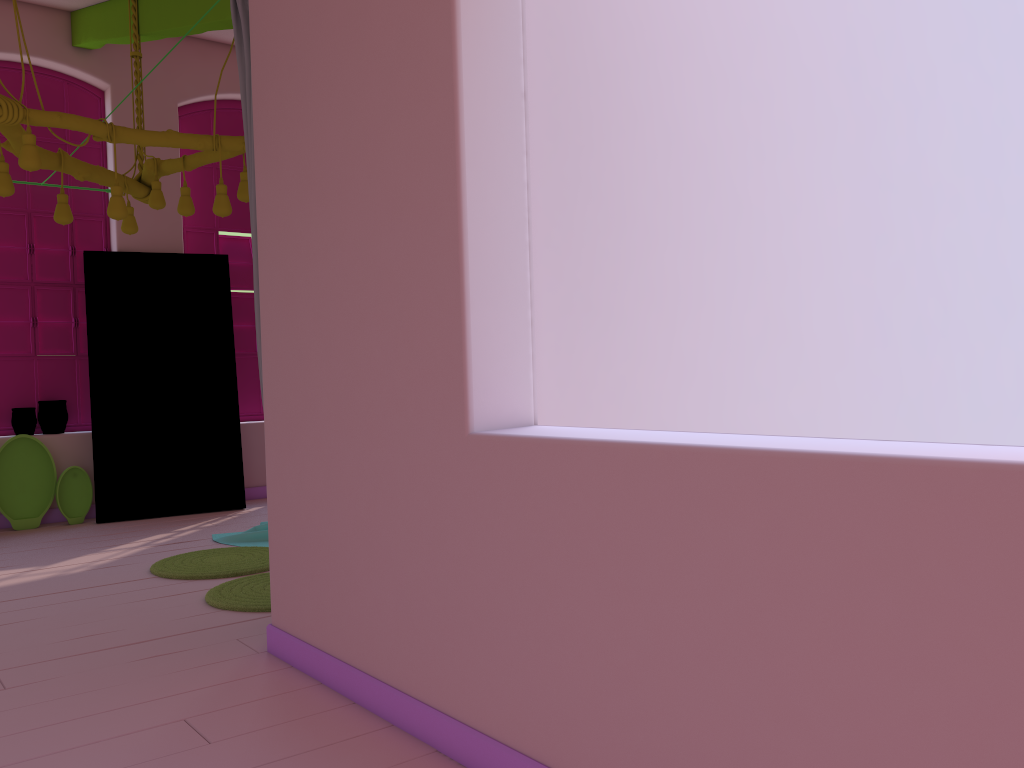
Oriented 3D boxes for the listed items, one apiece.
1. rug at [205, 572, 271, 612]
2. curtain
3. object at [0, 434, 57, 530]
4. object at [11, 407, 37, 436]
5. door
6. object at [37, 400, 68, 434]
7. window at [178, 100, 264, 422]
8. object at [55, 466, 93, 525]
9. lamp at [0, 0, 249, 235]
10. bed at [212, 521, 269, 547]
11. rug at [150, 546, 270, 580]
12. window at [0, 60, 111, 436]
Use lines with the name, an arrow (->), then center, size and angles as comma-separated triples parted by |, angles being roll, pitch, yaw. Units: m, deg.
rug -> -1.148, 1.053, 4.557 | 0.792, 0.021, 0.792 | -2, 1, -10
curtain -> -0.904, -0.328, 3.807 | 0.518, 2.786, 0.525 | -1, 2, 33
object -> -3.799, 0.753, 6.876 | 0.451, 0.734, 0.218 | -3, 2, -38
object -> -3.892, 0.300, 7.076 | 0.182, 0.223, 0.182 | -1, 1, 35
door -> -2.889, -0.015, 7.400 | 1.153, 2.211, 0.450 | -2, 1, -28
object -> -3.729, 0.269, 7.206 | 0.223, 0.272, 0.223 | -1, 1, 40
window -> -2.412, -1.151, 8.390 | 1.513, 3.010, 0.214 | -3, 2, -38
object -> -3.491, 0.876, 7.022 | 0.137, 0.463, 0.284 | -1, 2, 37
lamp -> -2.309, -1.970, 4.850 | 1.611, 2.265, 1.775 | -1, 1, 34
bed -> 0.062, 0.757, 6.257 | 3.575, 0.514, 2.802 | -2, 1, -38
rug -> -1.723, 1.062, 5.295 | 0.792, 0.021, 0.792 | -1, 1, 35
window -> -3.910, -1.101, 7.210 | 1.274, 3.048, 0.072 | -3, 2, -38
